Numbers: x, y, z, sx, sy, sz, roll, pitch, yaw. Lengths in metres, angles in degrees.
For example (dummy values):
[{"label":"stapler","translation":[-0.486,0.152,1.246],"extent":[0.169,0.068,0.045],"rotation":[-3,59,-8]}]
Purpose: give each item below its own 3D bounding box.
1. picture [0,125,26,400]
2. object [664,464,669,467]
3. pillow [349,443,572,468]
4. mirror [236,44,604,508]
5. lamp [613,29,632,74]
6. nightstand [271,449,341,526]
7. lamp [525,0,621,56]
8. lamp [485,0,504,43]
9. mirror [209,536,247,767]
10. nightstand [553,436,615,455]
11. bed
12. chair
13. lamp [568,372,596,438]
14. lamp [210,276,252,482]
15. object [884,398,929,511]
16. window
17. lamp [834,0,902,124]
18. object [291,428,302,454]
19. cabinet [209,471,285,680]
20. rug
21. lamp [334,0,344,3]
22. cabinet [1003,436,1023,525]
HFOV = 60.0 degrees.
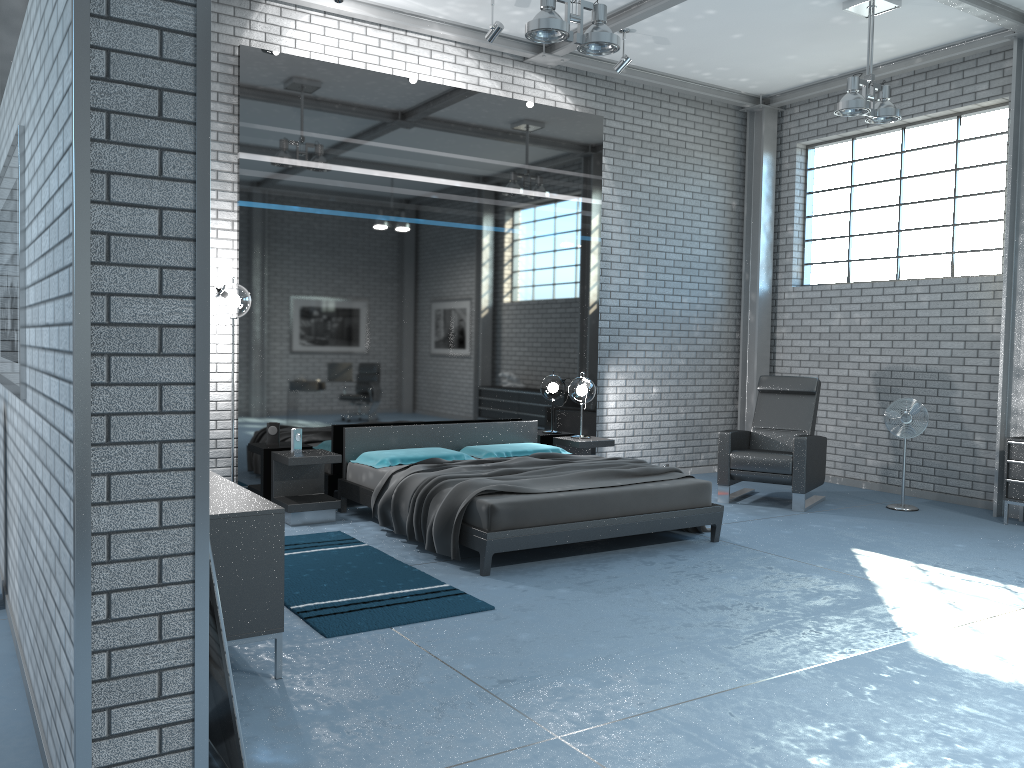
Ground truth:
[{"label":"picture","translation":[-2.216,-0.480,3.910],"extent":[0.020,1.015,1.490],"rotation":[-1,3,-33]},{"label":"object","translation":[1.372,0.877,8.038],"extent":[0.236,0.271,0.352],"rotation":[2,3,21]},{"label":"pillow","translation":[-0.386,0.572,7.209],"extent":[1.810,0.115,0.567],"rotation":[-1,3,-33]},{"label":"mirror","translation":[-0.613,-0.758,7.525],"extent":[3.400,3.500,0.050],"rotation":[-1,3,-33]},{"label":"lamp","translation":[0.929,-2.811,7.513],"extent":[0.161,0.343,0.137],"rotation":[2,3,27]},{"label":"nightstand","translation":[-1.540,0.766,6.626],"extent":[0.400,0.501,0.400],"rotation":[-1,3,-33]},{"label":"lamp","translation":[0.372,-2.453,5.234],"extent":[0.639,0.872,0.300],"rotation":[-1,3,-33]},{"label":"lamp","translation":[-0.154,-2.805,6.814],"extent":[0.137,0.332,0.167],"rotation":[-1,4,-43]},{"label":"mirror","translation":[-0.963,0.715,2.711],"extent":[0.165,0.978,0.674],"rotation":[-1,3,-33]},{"label":"nightstand","translation":[0.644,0.744,8.035],"extent":[0.400,0.501,0.400],"rotation":[-1,3,-33]},{"label":"bed","translation":[0.117,0.724,6.579],"extent":[2.290,0.674,2.261],"rotation":[-1,3,-33]},{"label":"chair","translation":[2.347,0.484,7.873],"extent":[0.763,1.099,0.940],"rotation":[3,3,32]},{"label":"lamp","translation":[0.639,0.186,8.086],"extent":[0.259,0.596,0.250],"rotation":[0,3,-25]},{"label":"lamp","translation":[-1.972,0.131,6.253],"extent":[0.259,1.773,0.250],"rotation":[2,3,12]},{"label":"object","translation":[3.346,0.590,7.558],"extent":[0.342,0.954,0.258],"rotation":[2,3,23]},{"label":"window","translation":[3.735,-1.722,8.519],"extent":[0.100,1.500,2.200],"rotation":[-1,3,-33]},{"label":"lamp","translation":[2.725,-2.477,6.752],"extent":[0.639,0.872,0.300],"rotation":[-1,3,-33]},{"label":"object","translation":[-1.602,0.423,6.597],"extent":[0.032,0.184,0.100],"rotation":[2,3,25]},{"label":"cabinet","translation":[-1.721,0.777,4.302],"extent":[0.510,0.682,2.250],"rotation":[-1,3,-33]},{"label":"rug","translation":[-1.022,1.092,5.116],"extent":[0.886,0.012,2.060],"rotation":[-1,3,-33]},{"label":"lamp","translation":[-1.224,-2.804,6.108],"extent":[0.137,0.311,0.166],"rotation":[1,3,-8]},{"label":"cabinet","translation":[4.694,0.814,6.172],"extent":[0.510,0.682,2.250],"rotation":[-1,3,-33]}]
